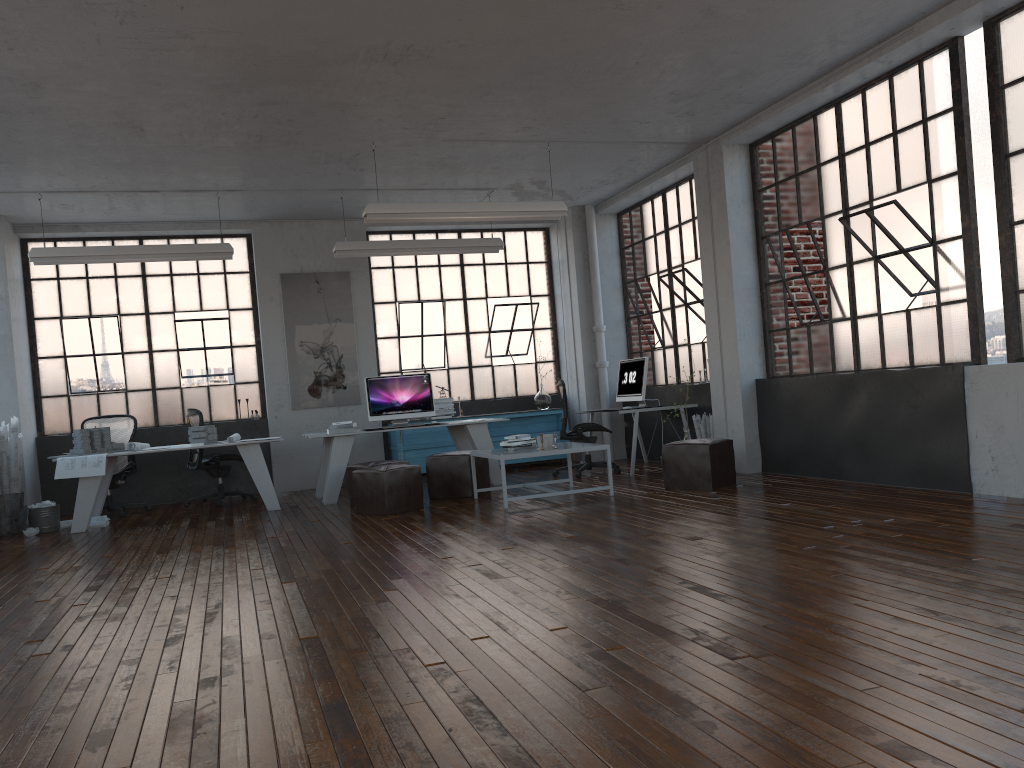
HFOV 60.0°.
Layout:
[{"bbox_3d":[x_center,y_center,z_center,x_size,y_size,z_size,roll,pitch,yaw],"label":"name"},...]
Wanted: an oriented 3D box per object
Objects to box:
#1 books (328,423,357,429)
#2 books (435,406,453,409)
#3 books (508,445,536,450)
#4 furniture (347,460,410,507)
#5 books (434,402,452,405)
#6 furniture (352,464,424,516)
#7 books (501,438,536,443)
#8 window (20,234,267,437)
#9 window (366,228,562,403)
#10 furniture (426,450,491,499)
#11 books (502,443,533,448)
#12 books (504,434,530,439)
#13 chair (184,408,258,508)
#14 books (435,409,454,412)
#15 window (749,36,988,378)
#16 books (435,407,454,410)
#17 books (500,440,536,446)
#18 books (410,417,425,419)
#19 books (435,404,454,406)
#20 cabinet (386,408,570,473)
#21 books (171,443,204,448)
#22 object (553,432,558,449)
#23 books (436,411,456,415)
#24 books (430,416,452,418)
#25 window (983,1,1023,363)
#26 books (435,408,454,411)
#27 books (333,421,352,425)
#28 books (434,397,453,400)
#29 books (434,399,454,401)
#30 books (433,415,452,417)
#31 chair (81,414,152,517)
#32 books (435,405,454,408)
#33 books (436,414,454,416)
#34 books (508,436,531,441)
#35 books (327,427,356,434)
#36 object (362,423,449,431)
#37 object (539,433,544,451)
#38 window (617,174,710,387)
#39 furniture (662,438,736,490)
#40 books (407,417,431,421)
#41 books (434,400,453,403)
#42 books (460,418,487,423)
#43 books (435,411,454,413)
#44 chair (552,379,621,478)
[{"bbox_3d":[-1.740,0.431,9.097,0.257,0.044,0.193,-5,-1,2],"label":"books"},{"bbox_3d":[-0.888,0.302,11.269,0.254,0.012,0.161,-4,-1,-18],"label":"books"},{"bbox_3d":[0.090,0.580,8.116,0.217,0.028,0.171,-4,-1,-18],"label":"books"},{"bbox_3d":[-1.266,0.955,8.467,0.479,0.439,0.480,-5,0,-39],"label":"furniture"},{"bbox_3d":[-0.923,0.252,11.281,0.295,0.028,0.180,-4,-1,-18],"label":"books"},{"bbox_3d":[-1.100,0.939,7.876,0.471,0.431,0.470,-5,0,41],"label":"furniture"},{"bbox_3d":[0.061,0.518,8.117,0.275,0.014,0.200,-4,-1,-18],"label":"books"},{"bbox_3d":[-4.312,-0.609,10.527,2.589,2.392,0.670,-5,1,-18],"label":"window"},{"bbox_3d":[-0.605,-0.896,11.721,2.589,2.392,0.670,-5,1,-18],"label":"window"},{"bbox_3d":[-0.525,0.888,8.708,0.503,0.461,0.503,-5,0,21],"label":"furniture"},{"bbox_3d":[0.053,0.560,8.118,0.274,0.025,0.210,-5,-1,2],"label":"books"},{"bbox_3d":[0.047,0.480,8.082,0.141,0.026,0.201,-5,-1,42],"label":"books"},{"bbox_3d":[-3.322,0.796,9.955,0.771,1.086,0.791,-4,1,41],"label":"chair"},{"bbox_3d":[-0.904,0.343,11.287,0.288,0.016,0.182,-4,-1,-18],"label":"books"},{"bbox_3d":[2.801,-1.224,7.384,0.669,2.391,2.592,-5,0,-18],"label":"window"},{"bbox_3d":[-0.900,0.316,11.272,0.285,0.012,0.159,-4,-1,-18],"label":"books"},{"bbox_3d":[0.053,0.537,8.117,0.271,0.031,0.200,-4,-1,-43],"label":"books"},{"bbox_3d":[-1.160,0.408,10.950,0.242,0.023,0.191,-4,-1,-20],"label":"books"},{"bbox_3d":[-0.900,0.272,11.289,0.288,0.016,0.182,-4,-1,-18],"label":"books"},{"bbox_3d":[-0.409,0.761,11.288,2.261,0.733,0.627,-4,0,-18],"label":"cabinet"},{"bbox_3d":[-3.178,0.603,8.682,0.235,0.024,0.200,-5,-1,18],"label":"books"},{"bbox_3d":[0.373,0.488,7.657,0.055,0.153,0.055,-5,1,-41],"label":"object"},{"bbox_3d":[-0.892,0.374,11.274,0.330,0.025,0.176,-4,-1,-18],"label":"books"},{"bbox_3d":[-0.896,0.411,11.038,0.248,0.014,0.187,-4,-1,-20],"label":"books"},{"bbox_3d":[3.659,-1.325,4.714,0.669,2.391,2.592,-5,0,-18],"label":"window"},{"bbox_3d":[-0.876,0.326,11.271,0.256,0.013,0.161,-4,-1,-18],"label":"books"},{"bbox_3d":[-1.745,0.400,9.111,0.185,0.030,0.153,-4,-1,-17],"label":"books"},{"bbox_3d":[-0.908,0.192,11.258,0.288,0.016,0.182,-4,-1,-18],"label":"books"},{"bbox_3d":[-0.904,0.207,11.270,0.288,0.016,0.182,-4,-1,-18],"label":"books"},{"bbox_3d":[-0.897,0.398,11.045,0.251,0.012,0.202,-4,-1,-16],"label":"books"},{"bbox_3d":[-4.338,0.874,9.558,0.770,1.086,0.793,-5,0,-24],"label":"chair"},{"bbox_3d":[-0.886,0.287,11.279,0.263,0.017,0.168,-4,-1,-18],"label":"books"},{"bbox_3d":[-0.890,0.394,11.264,0.285,0.012,0.159,-4,-1,-18],"label":"books"},{"bbox_3d":[0.071,0.502,8.087,0.185,0.026,0.125,-5,-1,12],"label":"books"},{"bbox_3d":[-1.756,0.480,9.116,0.271,0.050,0.200,-4,-1,-18],"label":"books"},{"bbox_3d":[-1.152,0.458,9.431,0.847,0.008,0.687,-4,-1,-16],"label":"object"},{"bbox_3d":[0.260,0.499,7.653,0.053,0.148,0.052,-4,1,23],"label":"object"},{"bbox_3d":[1.859,-1.113,10.315,0.669,2.391,2.592,-5,0,-18],"label":"window"},{"bbox_3d":[1.657,0.719,7.858,0.503,0.461,0.503,-5,0,39],"label":"furniture"},{"bbox_3d":[-1.152,0.435,10.959,0.258,0.032,0.191,-4,-1,-16],"label":"books"},{"bbox_3d":[-0.901,0.226,11.272,0.273,0.021,0.174,-4,-1,-18],"label":"books"},{"bbox_3d":[-0.409,0.390,9.467,0.205,0.019,0.243,-5,-1,22],"label":"books"},{"bbox_3d":[-0.882,0.355,11.278,0.254,0.013,0.161,-4,-1,-18],"label":"books"},{"bbox_3d":[0.806,0.460,9.859,0.792,1.086,0.770,-5,0,-14],"label":"chair"}]
